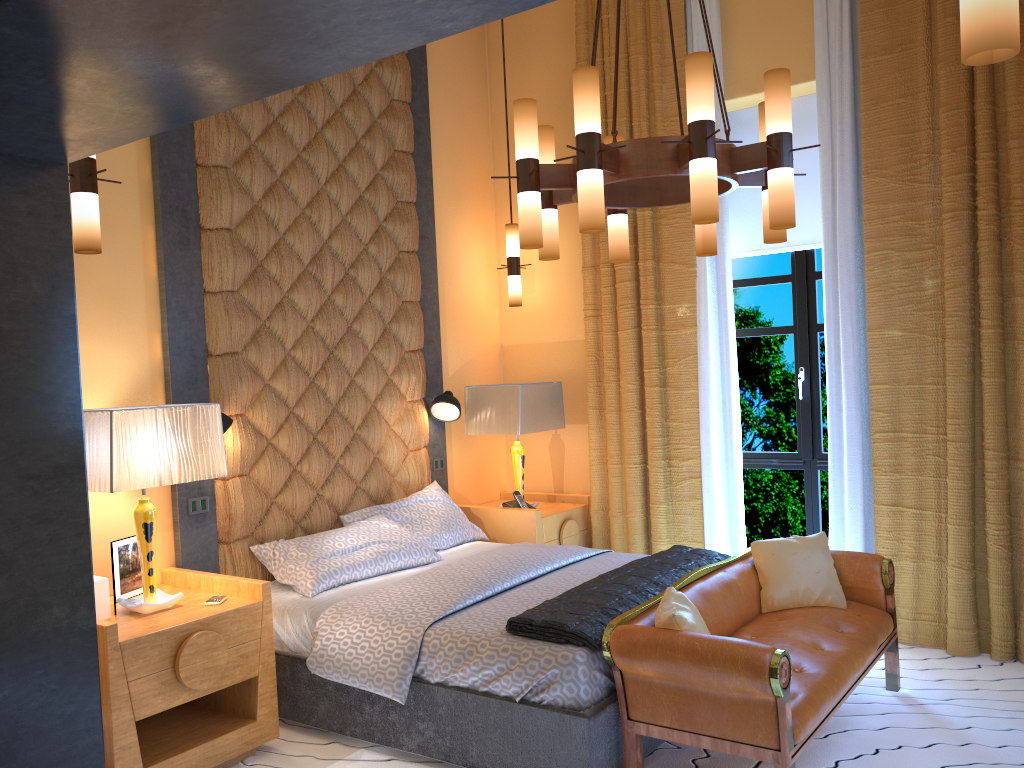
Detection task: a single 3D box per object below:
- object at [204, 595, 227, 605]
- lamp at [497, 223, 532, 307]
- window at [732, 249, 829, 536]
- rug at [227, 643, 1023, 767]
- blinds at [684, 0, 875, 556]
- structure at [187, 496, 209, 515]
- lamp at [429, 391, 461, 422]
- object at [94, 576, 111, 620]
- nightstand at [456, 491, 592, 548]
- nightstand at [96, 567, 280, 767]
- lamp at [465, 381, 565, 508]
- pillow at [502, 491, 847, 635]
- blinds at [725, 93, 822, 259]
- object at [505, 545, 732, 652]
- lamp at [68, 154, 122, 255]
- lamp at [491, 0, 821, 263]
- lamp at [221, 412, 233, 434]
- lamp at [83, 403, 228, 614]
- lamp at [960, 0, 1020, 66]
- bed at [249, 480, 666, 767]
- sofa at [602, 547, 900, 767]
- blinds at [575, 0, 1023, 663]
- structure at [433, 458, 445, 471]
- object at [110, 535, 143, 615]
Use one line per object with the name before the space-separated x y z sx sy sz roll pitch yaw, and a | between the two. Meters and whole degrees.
object | -1.191 0.872 3.569 0.064 0.018 0.111 -3 1 0
lamp | 0.011 -0.771 5.766 0.199 0.532 0.199 -3 2 -10
window | 1.704 -0.146 5.145 1.200 3.002 0.130 -2 2 35
rug | 0.559 1.424 3.559 3.703 0.016 3.384 -2 1 35
blinds | 1.449 -0.676 4.898 2.051 4.078 0.236 -2 2 33
structure | -1.437 0.556 4.057 0.016 0.071 0.103 -1 2 35
lamp | -0.218 0.141 5.390 0.568 0.218 0.231 -3 1 -7
object | -1.651 0.795 3.395 0.173 0.211 0.130 -2 2 35
nightstand | 0.077 1.083 5.643 0.720 0.690 0.679 -2 1 35
nightstand | -1.432 1.172 3.506 0.721 0.700 0.707 -2 1 35
lamp | 0.031 0.399 5.518 0.424 0.803 0.505 -2 2 35
pillow | 0.782 0.829 4.321 1.146 0.407 2.627 -3 1 -13
blinds | 1.647 -1.208 5.102 1.200 0.874 0.013 -2 2 35
object | 0.534 0.860 3.746 0.405 0.105 1.459 -2 1 35
lamp | -1.461 -0.714 3.021 0.199 0.532 0.199 -3 2 -10
lamp | 0.492 -1.606 3.300 1.140 2.170 1.141 -4 2 -32
lamp | -1.364 0.199 3.991 0.214 0.190 0.186 -3 1 -27
lamp | -1.451 0.491 3.494 0.424 0.803 0.505 -2 2 35
lamp | 0.788 -0.813 1.476 0.199 0.532 0.199 -3 2 -10
bed | -0.118 0.991 4.221 2.107 0.825 1.887 -2 1 35
sofa | 1.033 1.083 3.508 0.650 0.640 1.614 -2 1 35
blinds | 1.431 -0.696 4.807 2.451 4.149 0.134 -2 2 35
structure | -0.453 0.494 5.452 0.016 0.071 0.103 -1 2 35
object | -1.591 0.768 3.618 0.077 0.255 0.385 -3 1 -4
